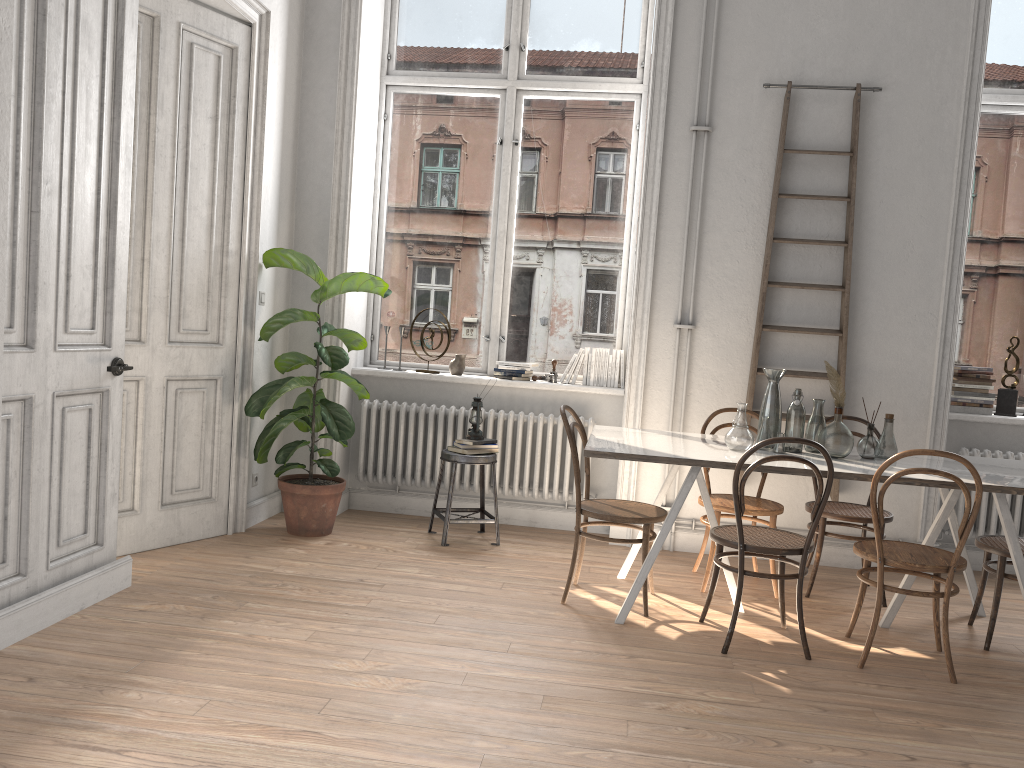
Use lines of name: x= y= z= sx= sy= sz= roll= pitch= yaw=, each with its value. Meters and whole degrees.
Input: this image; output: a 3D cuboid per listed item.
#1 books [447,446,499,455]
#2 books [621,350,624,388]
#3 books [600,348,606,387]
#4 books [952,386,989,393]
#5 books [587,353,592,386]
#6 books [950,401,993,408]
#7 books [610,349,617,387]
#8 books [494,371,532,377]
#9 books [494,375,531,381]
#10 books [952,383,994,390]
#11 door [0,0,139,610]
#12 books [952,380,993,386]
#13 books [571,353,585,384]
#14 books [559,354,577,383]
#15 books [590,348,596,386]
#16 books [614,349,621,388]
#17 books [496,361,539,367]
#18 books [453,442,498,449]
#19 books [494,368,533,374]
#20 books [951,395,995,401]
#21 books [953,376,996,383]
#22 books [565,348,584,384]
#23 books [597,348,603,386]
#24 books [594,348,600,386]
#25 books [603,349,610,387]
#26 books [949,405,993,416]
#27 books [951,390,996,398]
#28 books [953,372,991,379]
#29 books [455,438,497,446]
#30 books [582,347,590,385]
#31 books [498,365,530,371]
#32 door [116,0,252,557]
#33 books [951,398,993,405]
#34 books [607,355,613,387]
books: x=-0.231 y=0.391 z=5.304 sx=0.246 sy=0.034 sz=0.194 roll=1 pitch=5 yaw=-42
books: x=0.712 y=-0.099 z=5.719 sx=0.040 sy=0.244 sz=0.174 roll=5 pitch=4 yaw=7
books: x=0.593 y=-0.109 z=5.756 sx=0.024 sy=0.243 sz=0.175 roll=5 pitch=4 yaw=7
books: x=2.801 y=0.035 z=5.437 sx=0.205 sy=0.022 sz=0.155 roll=5 pitch=4 yaw=21
books: x=0.505 y=-0.096 z=5.748 sx=0.020 sy=0.205 sz=0.155 roll=5 pitch=4 yaw=7
books: x=2.780 y=0.122 z=5.432 sx=0.249 sy=0.023 sz=0.175 roll=4 pitch=3 yaw=3
books: x=0.659 y=-0.104 z=5.748 sx=0.024 sy=0.243 sz=0.175 roll=5 pitch=4 yaw=7
books: x=0.008 y=-0.064 z=5.801 sx=0.205 sy=0.022 sz=0.155 roll=6 pitch=4 yaw=27
books: x=0.000 y=-0.043 z=5.807 sx=0.147 sy=0.023 sz=0.221 roll=2 pitch=4 yaw=-34
books: x=2.807 y=0.011 z=5.440 sx=0.222 sy=0.024 sz=0.158 roll=4 pitch=3 yaw=7
door: x=-1.768 y=-0.475 z=3.310 sx=0.216 sy=2.816 sz=1.096 roll=5 pitch=4 yaw=9
books: x=2.804 y=-0.010 z=5.433 sx=0.205 sy=0.022 sz=0.155 roll=4 pitch=3 yaw=2
books: x=0.432 y=-0.101 z=5.758 sx=0.072 sy=0.203 sz=0.155 roll=5 pitch=4 yaw=7
books: x=0.368 y=-0.103 z=5.769 sx=0.105 sy=0.194 sz=0.155 roll=4 pitch=4 yaw=6
books: x=0.526 y=-0.112 z=5.734 sx=0.024 sy=0.243 sz=0.175 roll=5 pitch=4 yaw=7
books: x=0.681 y=-0.101 z=5.725 sx=0.024 sy=0.243 sz=0.175 roll=5 pitch=4 yaw=7
books: x=0.037 y=-0.131 z=5.801 sx=0.243 sy=0.019 sz=0.174 roll=5 pitch=4 yaw=17
books: x=-0.217 y=0.365 z=5.303 sx=0.232 sy=0.029 sz=0.162 roll=3 pitch=4 yaw=-22
books: x=0.011 y=-0.086 z=5.798 sx=0.221 sy=0.023 sz=0.147 roll=5 pitch=4 yaw=23
books: x=2.795 y=0.080 z=5.443 sx=0.255 sy=0.014 sz=0.192 roll=5 pitch=3 yaw=10
books: x=2.800 y=-0.031 z=5.433 sx=0.243 sy=0.019 sz=0.174 roll=4 pitch=3 yaw=7
books: x=0.408 y=-0.119 z=5.758 sx=0.100 sy=0.235 sz=0.174 roll=5 pitch=4 yaw=7
books: x=0.571 y=-0.111 z=5.754 sx=0.019 sy=0.244 sz=0.174 roll=5 pitch=4 yaw=7
books: x=0.549 y=-0.111 z=5.740 sx=0.019 sy=0.244 sz=0.174 roll=5 pitch=4 yaw=7
books: x=0.611 y=-0.106 z=5.732 sx=0.019 sy=0.244 sz=0.174 roll=5 pitch=4 yaw=7
books: x=2.776 y=0.154 z=5.436 sx=0.248 sy=0.043 sz=0.192 roll=4 pitch=3 yaw=7
books: x=2.795 y=0.059 z=5.443 sx=0.245 sy=0.028 sz=0.193 roll=4 pitch=3 yaw=2
books: x=2.794 y=-0.053 z=5.433 sx=0.231 sy=0.023 sz=0.162 roll=5 pitch=4 yaw=23
books: x=-0.214 y=0.343 z=5.302 sx=0.147 sy=0.027 sz=0.221 roll=7 pitch=4 yaw=39
books: x=0.483 y=-0.118 z=5.771 sx=0.024 sy=0.243 sz=0.175 roll=5 pitch=4 yaw=7
books: x=0.013 y=-0.106 z=5.785 sx=0.205 sy=0.020 sz=0.155 roll=4 pitch=3 yaw=-3
door: x=-1.779 y=-0.545 z=4.481 sx=0.216 sy=2.816 sz=1.097 roll=6 pitch=5 yaw=32
books: x=2.781 y=0.099 z=5.431 sx=0.249 sy=0.023 sz=0.175 roll=4 pitch=3 yaw=8
books: x=0.632 y=-0.086 z=5.732 sx=0.020 sy=0.205 sz=0.155 roll=5 pitch=4 yaw=7
